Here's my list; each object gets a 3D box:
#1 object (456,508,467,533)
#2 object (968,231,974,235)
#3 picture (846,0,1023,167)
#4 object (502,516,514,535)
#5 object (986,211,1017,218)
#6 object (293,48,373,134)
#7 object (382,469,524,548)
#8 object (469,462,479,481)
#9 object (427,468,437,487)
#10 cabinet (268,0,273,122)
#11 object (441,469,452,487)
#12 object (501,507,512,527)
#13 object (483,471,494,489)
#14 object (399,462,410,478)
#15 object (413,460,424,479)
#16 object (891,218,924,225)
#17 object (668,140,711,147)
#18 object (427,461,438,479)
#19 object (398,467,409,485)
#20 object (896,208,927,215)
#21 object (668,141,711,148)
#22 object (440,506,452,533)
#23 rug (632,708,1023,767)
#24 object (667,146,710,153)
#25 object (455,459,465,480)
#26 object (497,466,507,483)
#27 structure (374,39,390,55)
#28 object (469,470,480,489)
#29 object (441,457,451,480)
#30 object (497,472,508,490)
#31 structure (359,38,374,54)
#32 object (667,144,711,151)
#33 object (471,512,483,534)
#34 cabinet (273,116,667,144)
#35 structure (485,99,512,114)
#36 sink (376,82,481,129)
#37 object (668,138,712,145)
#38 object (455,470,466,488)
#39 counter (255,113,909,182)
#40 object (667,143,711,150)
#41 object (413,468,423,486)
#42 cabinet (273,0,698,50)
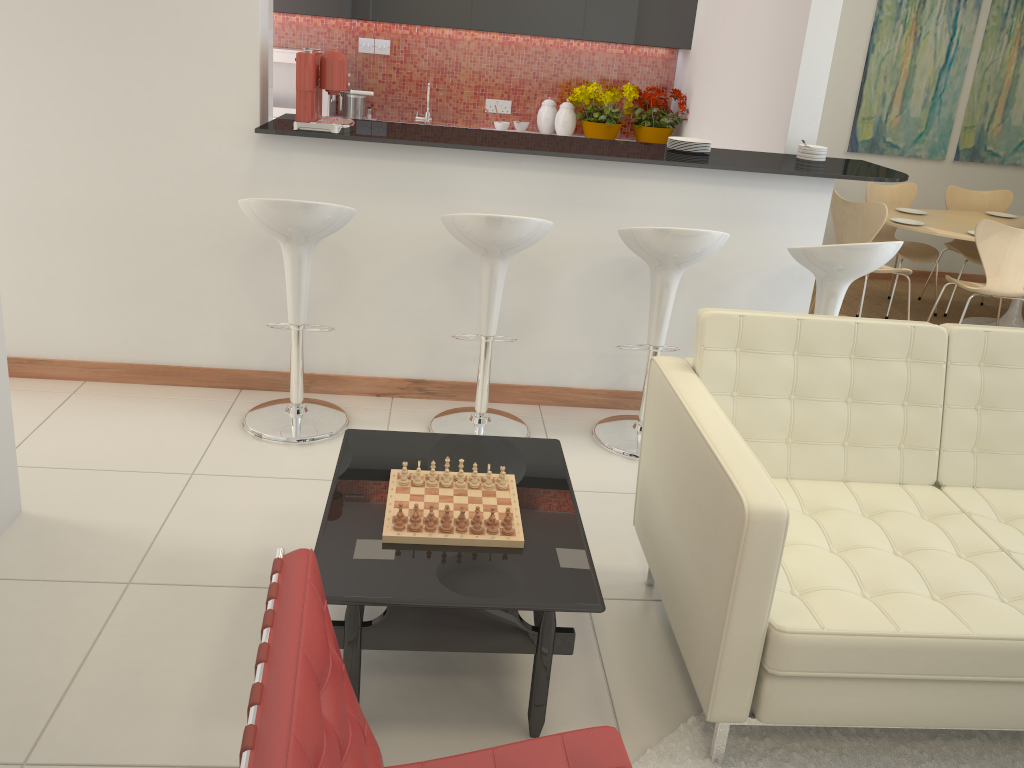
[{"bbox_3d":[-0.128,0.349,2.277,0.030,0.063,0.030,6,19,2],"label":"object"},{"bbox_3d":[3.010,-0.945,5.628,0.211,0.015,0.213,13,23,19],"label":"object"},{"bbox_3d":[3.616,-2.517,6.964,1.738,1.481,0.020,3,19,-5],"label":"picture"},{"bbox_3d":[-0.009,0.365,2.291,0.030,0.043,0.030,6,19,2],"label":"object"},{"bbox_3d":[3.617,-1.248,6.548,0.210,0.015,0.214,10,22,11],"label":"object"},{"bbox_3d":[-0.755,-1.270,3.821,0.320,0.331,0.327,3,20,-5],"label":"object"},{"bbox_3d":[-0.161,0.334,2.420,0.360,0.021,0.367,3,21,-5],"label":"object"},{"bbox_3d":[-0.107,0.251,2.547,0.030,0.054,0.030,6,19,2],"label":"object"},{"bbox_3d":[-0.224,0.262,2.499,0.030,0.049,0.030,6,19,2],"label":"object"},{"bbox_3d":[-2.102,-1.461,4.334,1.636,2.479,1.076,3,19,-5],"label":"cabinet"},{"bbox_3d":[-0.184,0.264,2.502,0.030,0.049,0.030,6,19,2],"label":"object"},{"bbox_3d":[-0.012,0.347,2.328,0.030,0.049,0.030,6,19,2],"label":"object"},{"bbox_3d":[-0.065,0.270,2.513,0.030,0.049,0.030,6,19,2],"label":"object"},{"bbox_3d":[-0.307,0.245,2.530,0.030,0.043,0.030,6,19,2],"label":"object"},{"bbox_3d":[-0.266,0.243,2.532,0.030,0.051,0.030,1,20,-12],"label":"object"},{"bbox_3d":[2.615,-1.071,5.860,0.211,0.015,0.213,11,22,15],"label":"object"},{"bbox_3d":[0.859,-1.163,4.291,0.212,0.015,0.212,21,26,35],"label":"object"},{"bbox_3d":[-0.227,0.244,2.536,0.030,0.054,0.030,6,19,2],"label":"object"},{"bbox_3d":[-0.304,0.257,2.491,0.030,0.049,0.030,6,19,2],"label":"object"},{"bbox_3d":[2.854,-1.232,6.329,0.211,0.015,0.213,11,22,15],"label":"object"},{"bbox_3d":[0.859,-1.157,4.293,0.212,0.015,0.212,21,26,35],"label":"object"},{"bbox_3d":[-0.167,0.344,2.272,0.030,0.068,0.030,6,19,2],"label":"object"},{"bbox_3d":[1.672,1.276,1.590,3.326,0.004,2.489,4,21,-4],"label":"rug"},{"bbox_3d":[0.857,-1.138,4.300,0.212,0.015,0.212,21,26,35],"label":"object"},{"bbox_3d":[-0.147,0.244,2.541,0.030,0.063,0.030,6,19,2],"label":"object"},{"bbox_3d":[-0.028,0.260,2.556,0.030,0.043,0.030,6,19,2],"label":"object"},{"bbox_3d":[-0.971,-2.525,6.634,0.114,0.103,0.009,3,19,-5],"label":"structure"},{"bbox_3d":[-0.105,0.268,2.510,0.030,0.049,0.030,6,19,2],"label":"object"},{"bbox_3d":[-0.186,0.240,2.537,0.030,0.068,0.030,6,19,2],"label":"object"},{"bbox_3d":[-0.025,0.272,2.517,0.030,0.049,0.030,6,19,2],"label":"object"},{"bbox_3d":[-1.088,-2.530,6.620,0.114,0.103,0.013,3,19,-5],"label":"structure"},{"bbox_3d":[0.858,-1.144,4.298,0.212,0.015,0.212,21,26,35],"label":"object"},{"bbox_3d":[-0.088,0.356,2.282,0.030,0.054,0.030,6,19,2],"label":"object"},{"bbox_3d":[-0.387,-1.079,5.841,3.334,0.967,2.541,3,21,-5],"label":"cabinet"},{"bbox_3d":[-0.105,-2.139,6.824,0.198,0.097,0.017,3,19,-5],"label":"structure"},{"bbox_3d":[-0.621,-1.965,6.594,0.808,0.528,0.424,3,20,-5],"label":"sink"},{"bbox_3d":[0.860,-1.170,4.289,0.212,0.015,0.212,21,26,35],"label":"object"},{"bbox_3d":[-0.145,0.266,2.506,0.030,0.049,0.030,6,19,2],"label":"object"},{"bbox_3d":[0.383,-1.105,4.146,2.963,0.019,0.749,3,21,-5],"label":"counter"},{"bbox_3d":[0.858,-1.151,4.295,0.212,0.015,0.212,21,26,35],"label":"object"},{"bbox_3d":[-0.264,0.259,2.495,0.030,0.049,0.030,6,19,2],"label":"object"},{"bbox_3d":[-0.281,-2.895,6.370,3.241,0.648,0.358,3,19,-5],"label":"cabinet"}]
